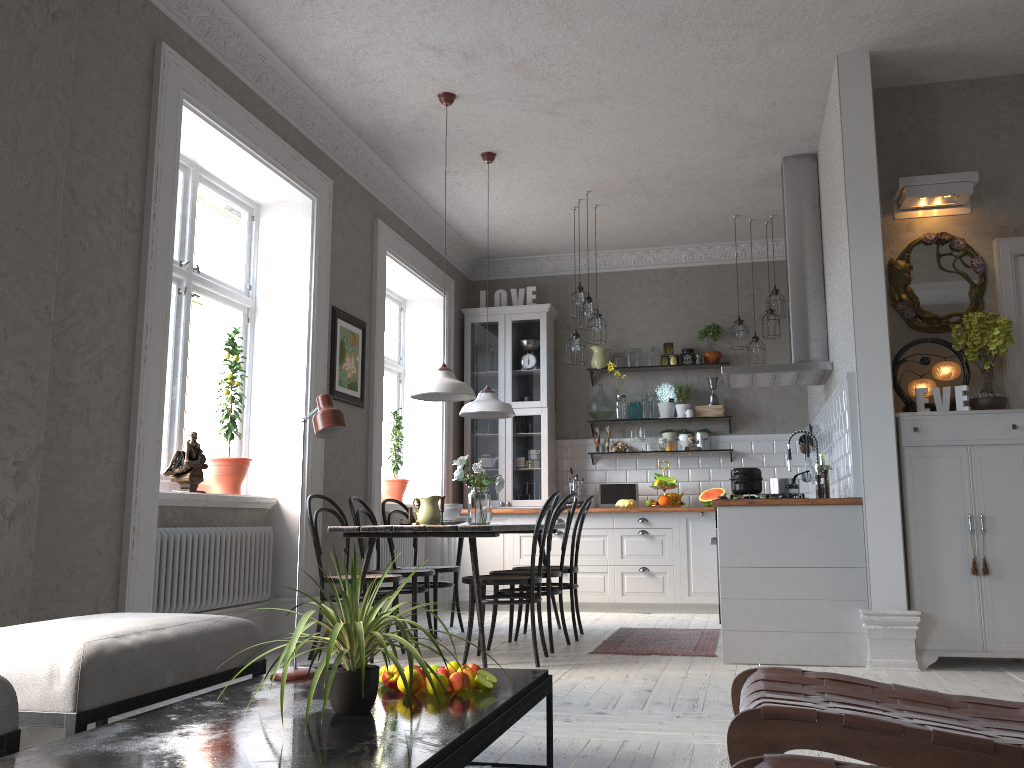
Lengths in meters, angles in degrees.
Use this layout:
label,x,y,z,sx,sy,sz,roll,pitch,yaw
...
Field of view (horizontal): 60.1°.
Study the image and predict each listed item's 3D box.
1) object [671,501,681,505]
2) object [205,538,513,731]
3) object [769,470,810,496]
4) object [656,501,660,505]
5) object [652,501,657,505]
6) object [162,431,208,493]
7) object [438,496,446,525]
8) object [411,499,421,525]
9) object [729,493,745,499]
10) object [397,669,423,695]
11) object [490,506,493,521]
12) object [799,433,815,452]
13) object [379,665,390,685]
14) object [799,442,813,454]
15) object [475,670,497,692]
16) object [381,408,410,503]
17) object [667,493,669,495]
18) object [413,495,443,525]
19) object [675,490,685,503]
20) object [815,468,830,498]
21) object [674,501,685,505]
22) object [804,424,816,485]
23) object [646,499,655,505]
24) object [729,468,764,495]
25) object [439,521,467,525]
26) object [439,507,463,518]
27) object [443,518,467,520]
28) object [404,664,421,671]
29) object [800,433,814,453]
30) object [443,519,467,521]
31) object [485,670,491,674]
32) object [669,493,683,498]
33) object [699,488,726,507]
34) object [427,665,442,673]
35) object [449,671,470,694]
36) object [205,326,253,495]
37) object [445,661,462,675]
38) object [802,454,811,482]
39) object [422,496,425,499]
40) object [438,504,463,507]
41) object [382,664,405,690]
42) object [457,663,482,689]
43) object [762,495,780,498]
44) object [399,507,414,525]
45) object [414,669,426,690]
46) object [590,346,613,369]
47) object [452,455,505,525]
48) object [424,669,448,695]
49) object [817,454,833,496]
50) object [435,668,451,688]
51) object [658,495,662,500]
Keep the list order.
label,x,y,z,sx,sy,sz,roll,pitch,yaw
object,1.441,1.056,7.789,0.069,0.051,0.088,5,-10,-28
object,-0.353,0.590,2.164,0.718,0.420,0.675,-6,-10,31
object,1.638,0.578,5.147,0.178,0.134,0.297,8,-12,-41
object,1.302,1.072,7.877,0.070,0.076,0.228,0,-9,-3
object,1.284,1.061,7.866,0.090,0.057,0.083,8,-12,-44
object,-1.713,0.408,4.655,0.119,0.329,0.239,-3,-9,16
object,-0.406,0.737,5.147,0.058,0.167,0.060,-5,-10,27
object,-0.556,0.758,5.290,0.096,0.172,0.095,1,-9,-5
object,1.962,0.985,7.513,0.225,0.127,0.148,0,-9,-4
object,-0.270,0.787,2.338,0.069,0.066,0.071,-5,-10,28
object,-0.188,0.850,5.726,0.122,0.119,0.130,-5,-10,29
object,2.299,0.447,6.898,0.106,0.161,0.139,-5,-10,30
object,-0.348,0.816,2.480,0.069,0.055,0.059,3,-9,-19
object,2.373,0.485,7.143,0.106,0.161,0.139,-4,-10,25
object,-0.074,0.800,2.388,0.058,0.053,0.060,-3,-9,20
object,-0.989,0.599,7.470,0.254,0.813,0.265,-8,-12,40
object,1.393,1.022,7.933,0.085,0.093,0.087,-2,-9,9
object,-0.480,0.725,5.078,0.152,0.170,0.133,4,-10,-25
object,1.482,1.000,7.865,0.060,0.120,0.128,-7,-11,37
object,1.687,0.540,4.816,0.072,0.167,0.036,-2,-9,13
object,1.456,1.066,7.912,0.055,0.044,0.212,7,-11,-37
object,2.182,0.525,6.526,0.080,0.443,0.332,-2,-9,15
object,1.254,1.065,7.910,0.075,0.072,0.155,-8,-12,42
object,1.319,0.547,4.984,0.191,0.147,0.192,1,-9,-7
object,-0.409,0.898,5.723,0.233,0.027,0.242,-6,-10,31
object,-0.409,0.845,5.731,0.179,0.094,0.180,-1,-9,4
object,-0.409,0.881,5.726,0.232,0.027,0.242,-7,-11,36
object,-0.278,0.812,2.467,0.057,0.058,0.058,0,-9,-4
object,2.341,0.466,7.019,0.107,0.161,0.138,-3,-9,16
object,-0.409,0.889,5.725,0.240,0.027,0.234,3,-9,-18
object,-0.088,0.827,2.509,0.046,0.037,0.068,-8,-12,40
object,1.458,0.995,7.879,0.126,0.056,0.060,-1,-9,5
object,1.725,0.979,7.619,0.231,0.174,0.222,-7,-11,35
object,-0.215,0.810,2.462,0.063,0.058,0.060,5,-10,-31
object,-0.139,0.793,2.356,0.056,0.058,0.057,-7,-11,38
object,-1.615,0.140,5.084,0.275,0.991,0.264,7,-11,-37
object,-0.162,0.814,2.497,0.060,0.062,0.063,1,-9,-5
object,2.445,0.630,7.377,0.076,0.379,0.083,-2,-9,14
object,-0.516,0.744,5.207,0.061,0.172,0.063,-6,-11,35
object,-0.409,0.825,5.734,0.179,0.094,0.180,-1,-9,4
object,-0.322,0.799,2.411,0.066,0.066,0.071,-3,-9,18
object,-0.116,0.803,2.438,0.073,0.064,0.077,-9,-12,44
object,2.221,0.997,7.583,0.207,0.119,0.130,4,-10,-24
object,-0.637,0.829,5.548,0.140,0.112,0.139,0,-9,-4
object,-0.257,0.803,2.406,0.058,0.056,0.060,0,-9,0
object,0.839,-0.241,8.335,0.187,0.216,0.176,-5,-10,27
object,-0.197,0.625,5.244,0.309,0.414,0.253,-2,-9,12
object,-0.200,0.789,2.346,0.063,0.063,0.060,9,-12,-44
object,1.883,0.562,5.324,0.088,0.282,0.082,-2,-9,14
object,-0.189,0.801,2.408,0.056,0.058,0.058,-1,-9,4
object,1.365,1.035,7.945,0.077,0.076,0.157,-8,-11,39
